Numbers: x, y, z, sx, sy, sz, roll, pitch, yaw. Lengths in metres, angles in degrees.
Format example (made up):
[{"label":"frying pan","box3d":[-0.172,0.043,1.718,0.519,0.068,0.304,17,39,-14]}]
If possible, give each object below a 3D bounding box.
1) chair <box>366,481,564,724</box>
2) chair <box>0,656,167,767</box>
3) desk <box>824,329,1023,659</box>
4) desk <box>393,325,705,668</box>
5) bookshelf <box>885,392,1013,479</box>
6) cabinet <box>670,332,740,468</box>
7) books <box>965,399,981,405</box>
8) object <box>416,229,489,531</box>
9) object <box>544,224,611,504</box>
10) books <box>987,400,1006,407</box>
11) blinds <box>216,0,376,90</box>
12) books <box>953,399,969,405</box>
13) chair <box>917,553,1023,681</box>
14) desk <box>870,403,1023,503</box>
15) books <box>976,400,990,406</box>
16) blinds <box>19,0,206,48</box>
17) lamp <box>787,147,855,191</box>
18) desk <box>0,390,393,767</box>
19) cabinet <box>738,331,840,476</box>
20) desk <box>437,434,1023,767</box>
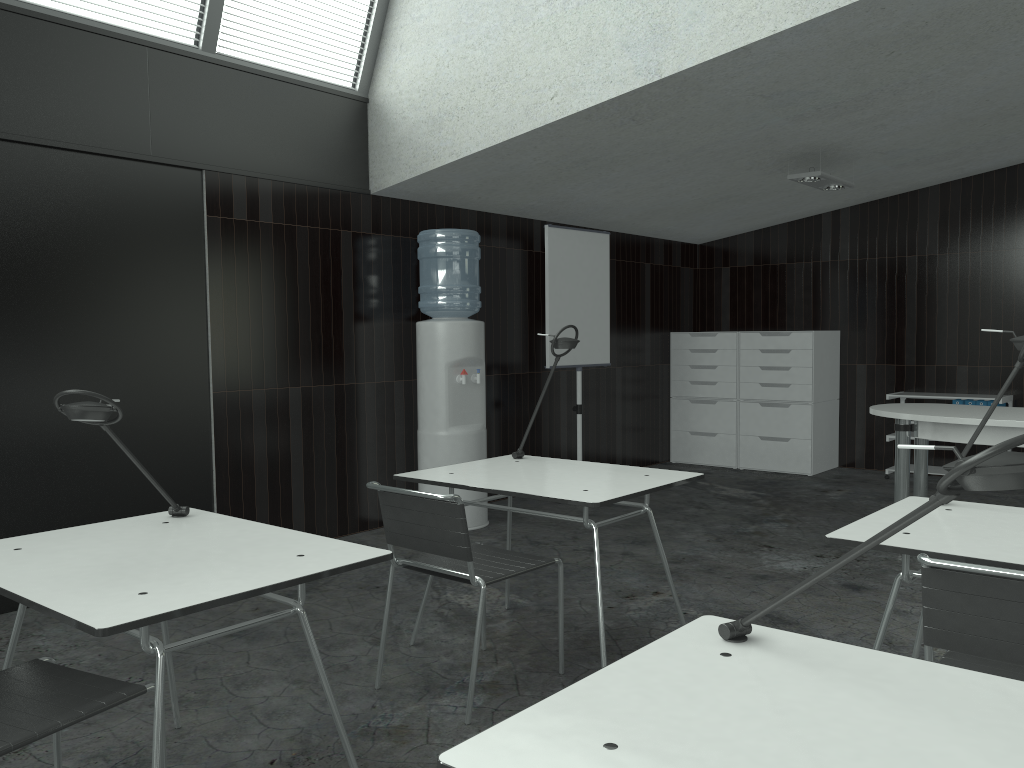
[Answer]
[{"label":"chair","box3d":[-0.147,0.719,2.908,0.428,0.765,0.555,2,5,41]},{"label":"chair","box3d":[-1.057,0.797,1.794,0.428,0.765,0.555,1,4,28]},{"label":"desk","box3d":[1.337,0.473,2.170,0.900,1.321,0.700,2,5,41]},{"label":"desk","box3d":[0.130,0.422,3.207,0.900,1.321,0.700,2,5,40]},{"label":"bookshelf","box3d":[3.342,0.460,6.800,0.817,0.739,0.403,2,5,40]},{"label":"cabinet","box3d":[1.842,0.131,7.907,0.639,1.292,0.587,2,5,40]},{"label":"books","box3d":[3.481,0.290,6.682,0.072,0.320,0.262,2,5,40]},{"label":"object","box3d":[-0.368,-0.028,5.364,0.436,1.967,0.436,1,4,29]},{"label":"object","box3d":[0.460,-0.151,6.204,0.560,2.091,0.553,0,4,3]},{"label":"books","box3d":[3.596,0.295,6.587,0.072,0.320,0.262,2,5,40]},{"label":"blinds","box3d":[-0.784,-3.312,4.301,1.106,2.982,0.889,2,5,40]},{"label":"books","box3d":[3.415,0.287,6.737,0.072,0.320,0.262,2,5,40]},{"label":"chair","box3d":[1.146,0.766,1.939,0.428,0.765,0.555,2,4,39]},{"label":"desk","box3d":[2.618,0.572,4.455,1.600,0.818,0.910,2,4,35]},{"label":"books","box3d":[3.538,0.292,6.635,0.072,0.320,0.262,2,5,40]},{"label":"blinds","box3d":[-1.415,-3.259,3.541,1.106,2.982,0.889,2,5,40]},{"label":"lamp","box3d":[1.968,-3.212,5.577,0.212,3.595,0.600,2,5,40]},{"label":"desk","box3d":[-0.838,0.584,2.100,0.900,1.153,0.700,2,5,40]},{"label":"cabinet","box3d":[2.341,0.151,7.494,0.639,1.292,0.587,2,5,40]},{"label":"desk","box3d":[0.473,0.635,1.051,0.900,1.153,0.700,2,5,40]}]
